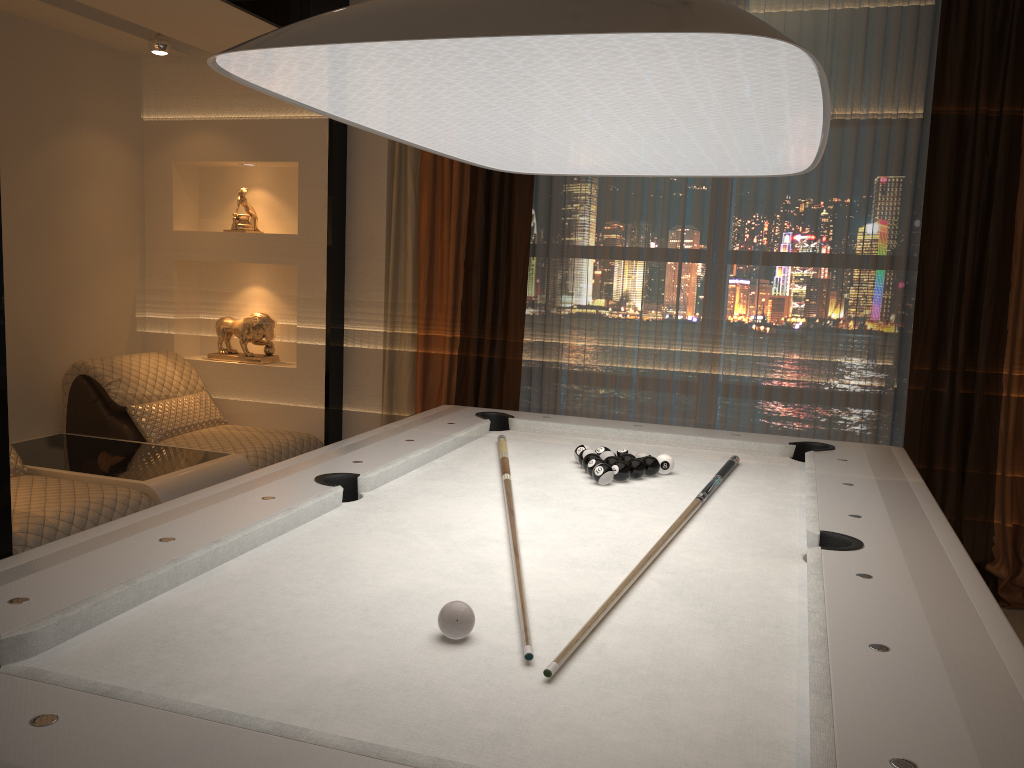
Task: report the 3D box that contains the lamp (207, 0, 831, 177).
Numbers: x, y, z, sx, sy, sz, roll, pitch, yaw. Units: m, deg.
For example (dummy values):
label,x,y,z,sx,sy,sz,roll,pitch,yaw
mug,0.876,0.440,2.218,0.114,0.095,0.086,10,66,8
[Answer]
label,x,y,z,sx,sy,sz,roll,pitch,yaw
lamp,0.181,-1.007,1.776,0.939,0.995,1.578,5,8,18

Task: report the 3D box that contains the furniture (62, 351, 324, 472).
label,x,y,z,sx,sy,sz,roll,pitch,yaw
furniture,-1.556,0.287,4.412,1.107,0.810,0.660,5,8,18

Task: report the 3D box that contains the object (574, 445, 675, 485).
label,x,y,z,sx,sy,sz,roll,pitch,yaw
object,0.327,0.224,2.474,0.265,0.057,0.299,1,8,-7

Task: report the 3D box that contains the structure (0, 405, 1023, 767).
label,x,y,z,sx,sy,sz,roll,pitch,yaw
structure,0.094,0.669,2.000,1.659,0.812,2.912,5,8,18

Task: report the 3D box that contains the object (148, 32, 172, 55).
label,x,y,z,sx,sy,sz,roll,pitch,yaw
object,-1.683,-1.639,4.236,0.107,0.127,0.107,2,7,-1

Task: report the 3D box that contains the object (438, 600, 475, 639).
label,x,y,z,sx,sy,sz,roll,pitch,yaw
object,-0.084,0.356,1.340,0.057,0.057,0.057,1,8,-12

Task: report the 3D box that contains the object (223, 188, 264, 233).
label,x,y,z,sx,sy,sz,roll,pitch,yaw
object,-1.416,-0.918,4.687,0.142,0.236,0.162,5,8,18

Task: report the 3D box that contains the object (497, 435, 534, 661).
label,x,y,z,sx,sy,sz,roll,pitch,yaw
object,-0.004,0.280,2.050,0.028,0.026,1.605,2,8,-2

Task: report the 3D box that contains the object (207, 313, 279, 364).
label,x,y,z,sx,sy,sz,roll,pitch,yaw
object,-1.436,-0.258,4.786,0.364,0.264,0.180,5,8,18

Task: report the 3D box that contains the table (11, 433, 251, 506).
label,x,y,z,sx,sy,sz,roll,pitch,yaw
table,-1.795,0.531,3.852,1.143,0.457,0.608,5,8,18

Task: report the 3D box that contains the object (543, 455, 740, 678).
label,x,y,z,sx,sy,sz,roll,pitch,yaw
object,0.361,0.310,1.941,0.028,0.026,1.605,6,8,22

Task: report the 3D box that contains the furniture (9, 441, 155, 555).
label,x,y,z,sx,sy,sz,roll,pitch,yaw
furniture,-1.947,0.428,3.217,1.107,0.810,0.660,5,8,18
